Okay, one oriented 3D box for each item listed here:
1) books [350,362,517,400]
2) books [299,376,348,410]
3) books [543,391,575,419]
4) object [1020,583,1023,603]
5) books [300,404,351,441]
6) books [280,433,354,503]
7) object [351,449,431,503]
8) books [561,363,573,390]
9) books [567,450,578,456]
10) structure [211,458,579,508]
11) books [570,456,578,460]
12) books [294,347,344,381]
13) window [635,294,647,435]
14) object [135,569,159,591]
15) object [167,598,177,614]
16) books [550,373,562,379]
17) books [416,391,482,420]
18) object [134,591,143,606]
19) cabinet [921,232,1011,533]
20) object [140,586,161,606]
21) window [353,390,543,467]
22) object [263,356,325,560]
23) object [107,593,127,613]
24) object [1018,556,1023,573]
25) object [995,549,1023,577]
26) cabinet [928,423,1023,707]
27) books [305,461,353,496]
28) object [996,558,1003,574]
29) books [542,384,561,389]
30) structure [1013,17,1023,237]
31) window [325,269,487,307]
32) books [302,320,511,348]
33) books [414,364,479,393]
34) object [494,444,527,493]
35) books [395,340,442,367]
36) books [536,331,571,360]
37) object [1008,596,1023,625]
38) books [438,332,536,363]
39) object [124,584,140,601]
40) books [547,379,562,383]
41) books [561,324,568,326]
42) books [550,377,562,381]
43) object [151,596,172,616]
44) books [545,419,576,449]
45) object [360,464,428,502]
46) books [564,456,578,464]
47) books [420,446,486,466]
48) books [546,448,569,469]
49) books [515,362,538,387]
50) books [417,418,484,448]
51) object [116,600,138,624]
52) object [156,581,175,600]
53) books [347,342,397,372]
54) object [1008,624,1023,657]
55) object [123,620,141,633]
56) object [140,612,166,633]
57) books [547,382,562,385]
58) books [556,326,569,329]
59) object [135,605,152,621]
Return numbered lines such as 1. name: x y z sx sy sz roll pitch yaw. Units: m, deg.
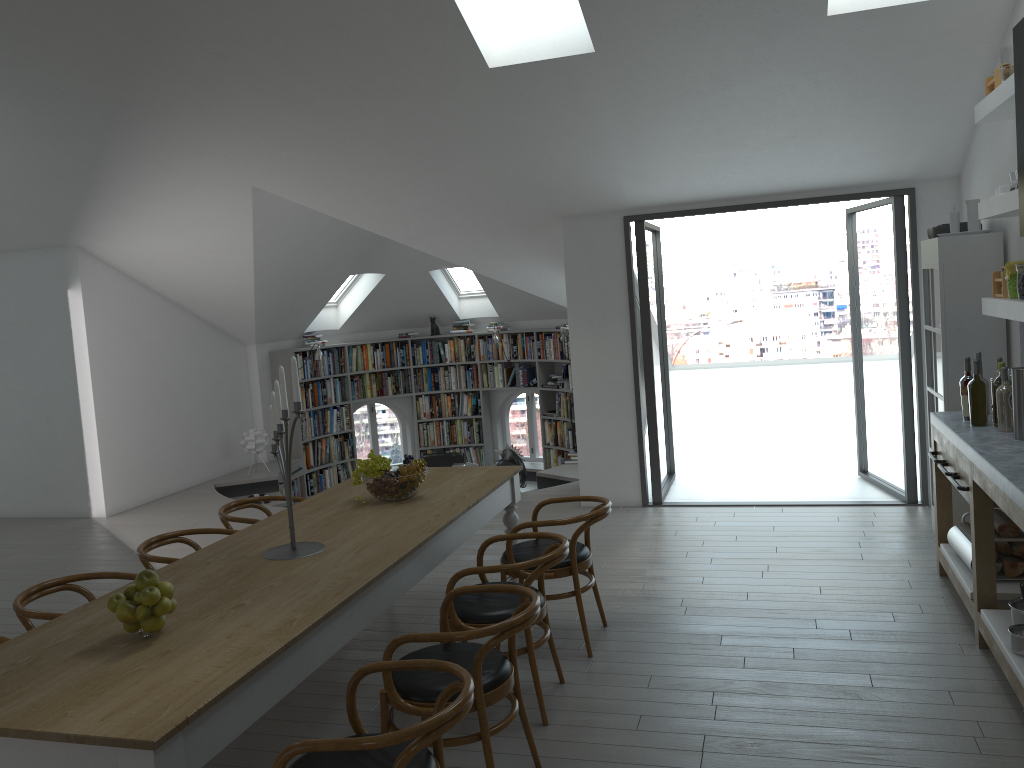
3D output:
1. books: -1.095 -0.056 12.299 2.529 0.370 0.592 -5 5 -2
2. books: -2.577 0.119 11.611 0.303 0.347 1.091 -1 6 32
3. books: 0.753 0.264 11.445 0.252 0.351 0.974 -7 6 -30
4. object: 2.239 0.967 3.848 0.051 0.152 0.191 -3 5 17
5. books: -2.527 0.496 11.592 0.260 0.358 1.022 -1 6 34
6. books: -2.618 1.078 11.404 0.390 0.694 1.645 -2 6 27
7. object: -0.640 0.476 4.704 0.394 0.284 0.293 -6 5 -19
8. books: 0.847 -0.109 11.263 0.256 0.350 0.553 -7 6 -27
9. books: 0.777 0.736 9.591 0.269 0.031 0.286 -1 6 27
10. structure: -0.959 1.233 10.328 4.716 0.692 4.713 -7 6 -28
11. books: 0.779 0.769 9.593 0.286 0.034 0.305 -4 6 7
12. books: -2.604 -0.264 11.562 0.300 0.360 1.035 -1 6 33
13. window: 1.161 -0.150 8.573 0.104 1.467 1.474 -3 5 17
14. object: -1.215 0.655 2.950 0.072 0.074 0.072 -3 5 17
15. object: -1.164 0.749 2.995 0.059 0.056 0.059 -3 5 12
16. books: 0.642 -0.110 11.684 0.269 0.031 0.286 -5 6 -3
17. books: -0.863 0.285 12.463 0.997 0.351 0.298 -4 5 0
18. object: -1.215 0.706 2.914 0.053 0.050 0.053 -5 5 -12
19. cabinet: 2.918 0.051 5.711 0.361 1.986 0.643 -3 4 17
20. object: -1.176 0.691 2.881 0.062 0.059 0.062 -3 5 18
21. window: -0.843 0.654 12.584 3.230 1.148 0.618 -4 4 3
22. object: -0.966 0.299 3.746 0.266 0.873 0.776 -5 5 -9
23. object: -1.300 0.721 2.919 0.063 0.063 0.062 -6 5 -21
24. object: 2.654 0.891 4.658 0.091 0.089 0.456 -3 6 14
25. object: 2.569 0.898 4.661 0.093 0.083 0.480 -3 6 14
26. cabinet: 2.033 1.088 2.063 1.003 1.019 6.446 -3 6 17
27. books: -2.467 1.229 11.713 0.282 0.319 0.920 -1 6 35
28. object: 2.497 0.911 4.684 0.067 0.067 0.423 -3 6 14
29. books: 0.652 0.016 11.692 0.366 0.042 0.388 -8 7 -33
30. structure: 2.466 -0.600 3.402 0.780 1.881 1.078 -3 5 17
31. window: -0.757 -1.448 11.471 4.053 0.712 1.938 -3 6 17
32. books: -1.438 -0.712 12.128 2.815 0.173 0.749 -6 6 -13
33. books: -0.890 -0.096 12.479 1.028 0.358 0.301 -4 5 3
34. object: -0.016 0.866 8.720 0.320 0.561 0.321 -5 4 -10
35. books: -1.331 -0.438 12.424 0.682 0.345 0.265 -5 5 -6
36. books: 0.673 -0.505 11.456 0.306 0.367 0.970 -7 6 -29
37. object: 2.334 0.994 3.790 0.378 0.163 0.223 -4 5 6
38. books: -0.277 -0.509 12.234 1.565 0.366 0.395 -2 5 22
39. object: -1.265 0.697 2.961 0.058 0.057 0.053 -1 6 31
40. books: 0.647 -0.048 11.688 0.269 0.031 0.286 -7 6 -23
41. books: 0.771 -0.759 11.350 0.233 0.027 0.248 -5 6 -10
42. books: 0.645 -0.079 11.686 0.214 0.036 0.227 -7 6 -23
43. object: -1.152 0.731 2.912 0.062 0.059 0.062 -2 5 21
44. books: 0.747 0.638 11.550 0.272 0.350 0.872 -7 6 -31
45. object: -0.615 0.539 4.687 0.360 0.159 0.361 -5 5 -3
46. books: 0.782 0.805 9.595 0.365 0.042 0.389 -3 6 17
47. books: -0.810 1.030 12.512 1.019 0.306 0.288 -4 5 2
48. books: 0.867 1.020 11.304 0.360 0.310 1.499 -6 6 -21
49. books: 0.267 -0.133 11.993 0.399 0.340 0.225 -1 6 37
50. books: -0.820 0.668 12.491 1.031 0.357 0.293 -4 5 2
51. object: -1.250 0.743 2.890 0.076 0.076 0.077 -6 5 -16
52. object: -1.165 0.697 2.967 0.066 0.071 0.072 -5 5 -14
53. books: -1.968 -0.377 12.186 0.794 0.372 0.269 -7 5 -30
54. object: 2.172 1.043 3.623 0.261 0.113 0.154 -4 5 6
55. object: -1.258 0.793 2.943 0.063 0.063 0.064 -2 5 28
56. object: -1.186 0.782 2.928 0.080 0.074 0.078 -7 6 -28
57. books: 0.650 -0.017 11.690 0.270 0.031 0.286 -9 7 -38
58. books: 0.773 -0.731 11.352 0.317 0.036 0.336 -6 6 -20
59. object: -1.196 0.742 2.875 0.051 0.053 0.053 -4 5 8
